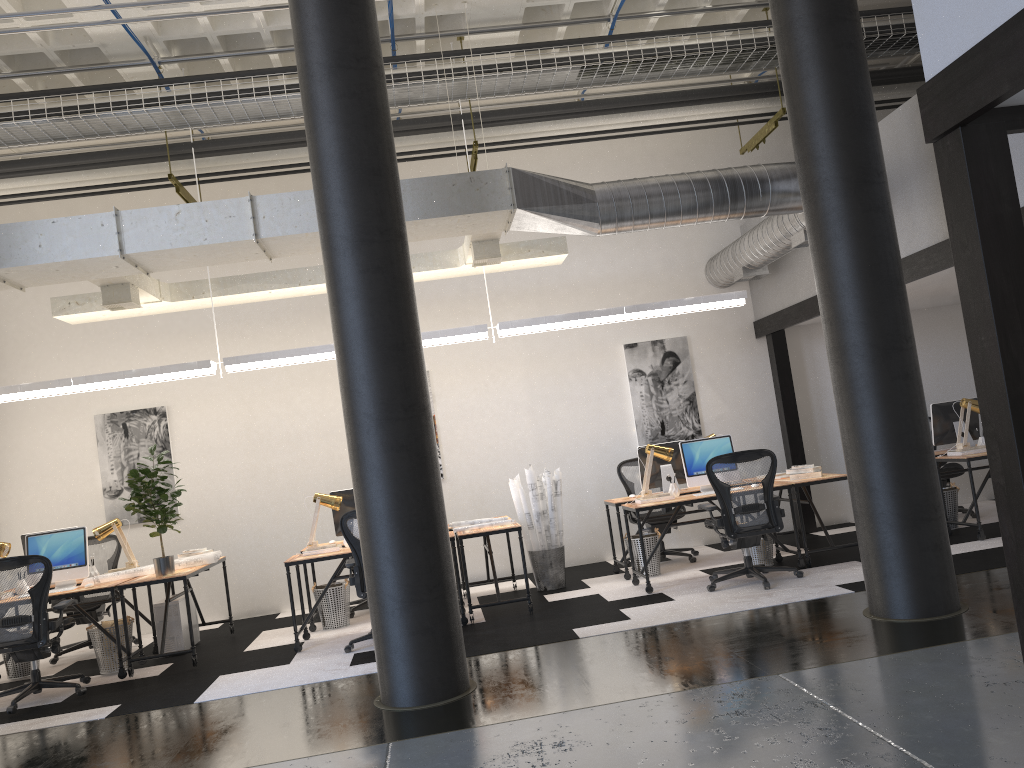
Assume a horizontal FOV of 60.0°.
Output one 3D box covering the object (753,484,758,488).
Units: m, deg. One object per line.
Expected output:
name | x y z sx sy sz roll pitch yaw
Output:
object | 2.118 0.886 7.730 0.059 0.029 0.106 -8 -4 -5

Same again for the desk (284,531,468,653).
desk | -1.116 1.710 7.392 1.400 0.724 0.530 -8 -4 -6

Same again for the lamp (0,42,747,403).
lamp | -1.584 -1.627 8.134 7.300 2.862 0.226 -8 -3 -6

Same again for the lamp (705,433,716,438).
lamp | 1.944 0.715 8.578 0.344 0.469 0.128 -8 -3 -6

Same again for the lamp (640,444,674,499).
lamp | 1.273 0.755 7.803 0.344 0.469 0.126 -8 -3 -6

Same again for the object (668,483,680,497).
object | 1.453 0.951 7.955 0.101 0.126 0.101 -11 -5 39

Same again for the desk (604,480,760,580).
desk | 1.662 1.396 8.575 1.400 0.724 0.530 -8 -4 -6

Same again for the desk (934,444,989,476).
desk | 4.563 0.995 8.815 1.400 0.724 0.530 -8 -4 -6

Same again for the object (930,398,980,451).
object | 4.360 0.403 8.678 0.483 0.485 0.190 -8 -3 -6

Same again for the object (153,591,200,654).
object | -2.997 2.141 7.947 0.221 0.454 0.544 -8 -4 -6

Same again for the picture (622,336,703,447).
picture | 1.677 0.098 9.869 0.731 1.182 0.049 -8 -3 -6

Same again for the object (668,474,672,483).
object | 1.436 0.912 7.967 0.008 0.207 0.054 -7 -4 -19

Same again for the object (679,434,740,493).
object | 1.766 0.723 7.940 0.483 0.485 0.190 -8 -3 -6

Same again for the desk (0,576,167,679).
desk | -3.832 2.120 7.935 1.400 0.724 0.530 -8 -4 -6

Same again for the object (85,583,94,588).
object | -3.377 1.610 7.090 0.059 0.029 0.106 -8 -4 -5

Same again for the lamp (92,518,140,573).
lamp | -3.551 1.439 7.938 0.344 0.469 0.126 -8 -3 -6

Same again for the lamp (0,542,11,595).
lamp | -4.222 1.479 7.161 0.344 0.469 0.126 -8 -3 -6

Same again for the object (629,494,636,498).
object | 1.172 1.088 8.622 0.059 0.029 0.106 -8 -4 -5

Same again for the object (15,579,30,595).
object | -4.041 1.675 7.314 0.101 0.126 0.101 -11 -5 39

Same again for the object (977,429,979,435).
object | 4.337 0.511 8.207 0.008 0.207 0.054 -7 -4 -19

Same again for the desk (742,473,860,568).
desk | 2.656 1.229 8.260 0.529 0.724 1.402 -8 -4 -6

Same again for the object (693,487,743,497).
object | 1.795 0.937 7.703 0.439 0.017 0.119 -8 -4 -6

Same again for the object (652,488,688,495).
object | 1.496 1.050 8.648 0.439 0.017 0.119 -8 -4 -6

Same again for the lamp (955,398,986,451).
lamp | 4.174 0.354 8.042 0.344 0.469 0.126 -8 -3 -6

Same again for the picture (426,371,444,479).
picture | -1.180 0.489 9.571 0.731 1.182 0.049 -8 -3 -6

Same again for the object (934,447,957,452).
object | 4.397 0.648 8.888 0.439 0.017 0.119 -8 -4 -6

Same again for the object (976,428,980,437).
object | 4.334 0.510 8.195 0.008 0.207 0.054 -5 -4 -41

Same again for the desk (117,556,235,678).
desk | -2.839 1.954 7.620 0.529 0.724 1.402 -8 -4 -6

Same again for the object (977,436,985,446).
object | 4.354 0.550 8.195 0.101 0.126 0.101 -11 -5 39

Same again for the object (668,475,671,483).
object | 1.433 0.911 7.955 0.008 0.207 0.054 -5 -4 -41

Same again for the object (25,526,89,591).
object | -3.728 1.447 7.299 0.483 0.485 0.190 -8 -3 -6

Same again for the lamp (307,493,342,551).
lamp | -1.578 1.141 7.461 0.344 0.469 0.128 -8 -3 -6

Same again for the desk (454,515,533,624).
desk | -0.195 1.616 7.918 0.529 0.724 1.402 -8 -4 -6

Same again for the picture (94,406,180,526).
picture | -3.924 0.864 9.285 0.731 1.182 0.049 -8 -3 -6

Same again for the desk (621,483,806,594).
desk | 1.735 1.324 7.734 1.400 0.724 0.530 -8 -4 -6

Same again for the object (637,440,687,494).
object | 1.459 0.804 8.438 0.483 0.485 0.190 -8 -3 -6

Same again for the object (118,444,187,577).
object | -2.896 1.020 7.182 0.513 1.076 0.439 -7 -4 -15

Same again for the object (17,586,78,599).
object | -3.700 1.662 7.063 0.439 0.017 0.119 -8 -4 -6

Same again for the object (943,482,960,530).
object | 4.147 1.184 8.561 0.358 0.434 0.353 -8 -4 -10

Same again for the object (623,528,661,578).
object | 1.247 1.585 8.321 0.358 0.434 0.353 -8 -4 -10

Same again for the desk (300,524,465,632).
desk | -1.188 1.782 8.233 1.400 0.724 0.530 -8 -4 -6

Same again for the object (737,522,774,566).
object | 2.192 1.423 7.971 0.358 0.434 0.353 -8 -4 -10

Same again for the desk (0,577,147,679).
desk | -3.760 2.048 7.093 1.400 0.724 0.530 -8 -4 -6

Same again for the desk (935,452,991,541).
desk | 4.636 0.923 7.973 1.400 0.724 0.530 -8 -4 -6
